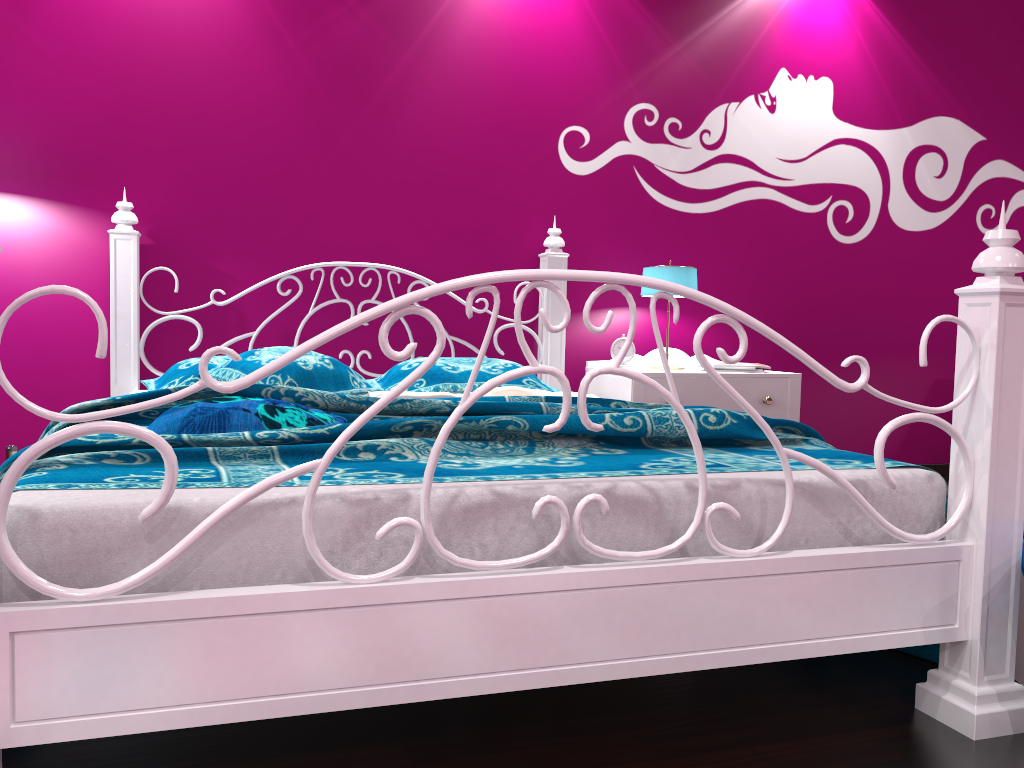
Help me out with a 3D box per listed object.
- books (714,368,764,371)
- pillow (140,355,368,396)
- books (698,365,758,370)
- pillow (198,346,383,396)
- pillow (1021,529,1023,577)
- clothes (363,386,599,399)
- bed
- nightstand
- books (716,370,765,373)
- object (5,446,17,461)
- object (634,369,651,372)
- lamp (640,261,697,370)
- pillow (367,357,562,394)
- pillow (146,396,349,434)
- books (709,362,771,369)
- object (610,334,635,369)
[{"bbox_3d":[0.916,-0.065,3.633,0.220,0.007,0.300,2,4,17],"label":"books"},{"bbox_3d":[-0.862,-0.025,2.984,0.717,0.141,0.401,0,4,-23],"label":"pillow"},{"bbox_3d":[0.893,-0.072,3.622,0.220,0.007,0.300,3,4,20],"label":"books"},{"bbox_3d":[-0.698,-0.029,2.804,0.418,0.176,0.404,4,5,39],"label":"pillow"},{"bbox_3d":[1.015,0.438,1.521,0.264,0.357,0.402,3,4,22],"label":"pillow"},{"bbox_3d":[-0.017,0.198,2.764,1.036,0.376,0.553,0,4,-24],"label":"clothes"},{"bbox_3d":[-0.307,-0.040,2.329,2.167,1.143,2.317,0,4,-18],"label":"bed"},{"bbox_3d":[0.723,0.167,3.587,0.742,0.616,0.455,0,4,-18],"label":"nightstand"},{"bbox_3d":[0.908,-0.058,3.625,0.220,0.007,0.300,2,4,12],"label":"books"},{"bbox_3d":[-1.465,0.335,2.597,0.070,0.307,0.070,-2,5,-41],"label":"object"},{"bbox_3d":[0.494,-0.052,3.376,0.073,0.006,0.073,4,4,34],"label":"object"},{"bbox_3d":[0.634,-0.278,3.595,0.229,0.438,0.229,3,4,26],"label":"lamp"},{"bbox_3d":[-0.167,-0.024,3.224,0.717,0.141,0.401,0,4,-16],"label":"pillow"},{"bbox_3d":[-0.560,0.090,1.894,0.404,0.127,0.425,1,4,-9],"label":"pillow"},{"bbox_3d":[0.916,-0.076,3.625,0.221,0.012,0.300,2,4,5],"label":"books"},{"bbox_3d":[0.447,-0.132,3.572,0.106,0.140,0.033,0,4,-16],"label":"object"}]
